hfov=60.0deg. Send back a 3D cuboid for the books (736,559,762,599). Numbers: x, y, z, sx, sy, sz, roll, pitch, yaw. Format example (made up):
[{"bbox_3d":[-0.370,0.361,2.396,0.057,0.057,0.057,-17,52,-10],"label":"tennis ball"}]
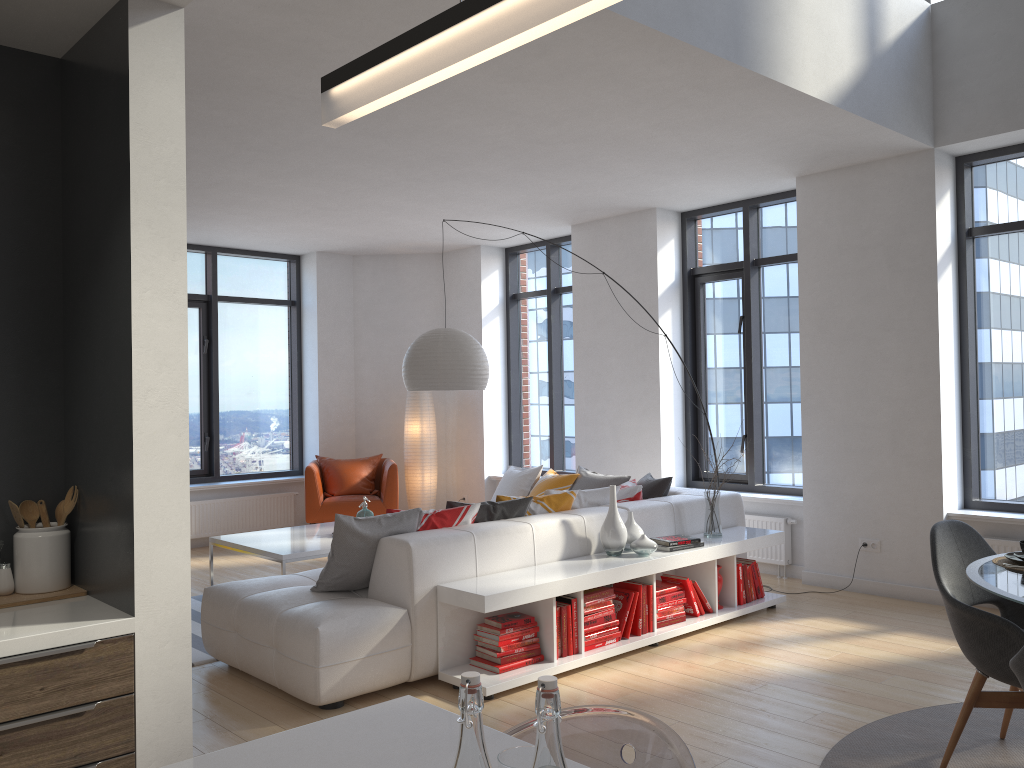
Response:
[{"bbox_3d":[1.509,1.267,5.771,0.119,0.249,0.187,0,-1,-42],"label":"books"}]

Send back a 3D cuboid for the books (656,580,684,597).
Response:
[{"bbox_3d":[0.827,1.205,5.225,0.301,0.032,0.227,0,-1,-42],"label":"books"}]

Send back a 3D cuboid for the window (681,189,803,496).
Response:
[{"bbox_3d":[1.999,-0.316,7.315,0.170,2.402,1.310,0,-1,-42],"label":"window"}]

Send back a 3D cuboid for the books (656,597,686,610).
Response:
[{"bbox_3d":[0.862,1.272,5.200,0.261,0.027,0.191,0,-1,-38],"label":"books"}]

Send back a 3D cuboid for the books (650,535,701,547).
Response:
[{"bbox_3d":[0.971,0.933,5.286,0.238,0.027,0.188,-1,-1,-29],"label":"books"}]

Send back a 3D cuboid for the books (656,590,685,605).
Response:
[{"bbox_3d":[0.849,1.240,5.211,0.279,0.039,0.206,0,-1,-43],"label":"books"}]

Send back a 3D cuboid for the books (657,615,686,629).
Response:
[{"bbox_3d":[0.854,1.376,5.197,0.259,0.034,0.206,0,-1,-39],"label":"books"}]

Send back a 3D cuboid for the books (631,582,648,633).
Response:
[{"bbox_3d":[0.694,1.263,5.027,0.028,0.266,0.188,0,-1,-42],"label":"books"}]

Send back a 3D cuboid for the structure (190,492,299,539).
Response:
[{"bbox_3d":[-2.798,1.361,8.837,1.474,0.460,0.110,0,-1,-42],"label":"structure"}]

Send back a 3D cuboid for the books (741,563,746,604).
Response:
[{"bbox_3d":[1.397,1.262,5.651,0.056,0.262,0.185,0,-1,-42],"label":"books"}]

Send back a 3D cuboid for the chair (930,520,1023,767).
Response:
[{"bbox_3d":[1.889,0.977,3.253,0.655,0.891,0.619,0,-1,-36],"label":"chair"}]

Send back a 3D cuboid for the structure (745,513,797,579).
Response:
[{"bbox_3d":[1.805,1.254,7.044,0.110,0.460,1.015,0,-1,-42],"label":"structure"}]

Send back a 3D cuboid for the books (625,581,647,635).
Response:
[{"bbox_3d":[0.665,1.260,5.013,0.038,0.270,0.215,0,-1,-42],"label":"books"}]

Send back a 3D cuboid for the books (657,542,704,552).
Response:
[{"bbox_3d":[0.955,0.960,5.304,0.300,0.026,0.245,0,-1,-37],"label":"books"}]

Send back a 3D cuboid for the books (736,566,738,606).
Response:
[{"bbox_3d":[1.351,1.265,5.601,0.026,0.250,0.168,0,-1,-43],"label":"books"}]

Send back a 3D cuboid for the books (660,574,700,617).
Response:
[{"bbox_3d":[1.010,1.269,5.326,0.134,0.248,0.192,0,-1,-43],"label":"books"}]

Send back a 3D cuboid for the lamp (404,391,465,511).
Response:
[{"bbox_3d":[-0.749,0.787,9.222,0.804,1.550,0.502,-1,-1,8],"label":"lamp"}]

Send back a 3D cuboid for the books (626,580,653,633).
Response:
[{"bbox_3d":[0.724,1.260,5.034,0.028,0.269,0.181,0,-1,-43],"label":"books"}]

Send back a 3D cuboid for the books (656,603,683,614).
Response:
[{"bbox_3d":[0.859,1.298,5.190,0.236,0.023,0.178,0,-1,-42],"label":"books"}]

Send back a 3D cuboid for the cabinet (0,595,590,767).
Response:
[{"bbox_3d":[-0.592,0.173,0.331,2.402,2.501,4.694,0,-1,-42],"label":"cabinet"}]

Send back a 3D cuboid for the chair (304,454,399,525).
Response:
[{"bbox_3d":[-1.590,1.139,8.822,0.896,0.858,0.843,-1,-1,-10],"label":"chair"}]

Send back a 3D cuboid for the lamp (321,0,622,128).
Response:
[{"bbox_3d":[0.101,-0.710,0.745,0.020,0.756,0.998,0,-1,-42],"label":"lamp"}]

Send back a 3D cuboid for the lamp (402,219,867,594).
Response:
[{"bbox_3d":[0.835,0.166,6.306,3.199,2.647,0.710,-1,-1,-6],"label":"lamp"}]

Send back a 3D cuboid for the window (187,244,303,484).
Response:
[{"bbox_3d":[-3.070,-0.201,9.083,1.960,2.402,0.170,0,-1,-42],"label":"window"}]

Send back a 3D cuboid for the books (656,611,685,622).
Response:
[{"bbox_3d":[0.853,1.346,5.185,0.266,0.026,0.187,0,-1,-37],"label":"books"}]

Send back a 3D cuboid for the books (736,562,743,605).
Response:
[{"bbox_3d":[1.372,1.257,5.632,0.050,0.268,0.198,0,-1,-43],"label":"books"}]

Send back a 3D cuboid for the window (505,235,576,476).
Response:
[{"bbox_3d":[0.447,-0.263,9.013,0.170,2.402,1.310,0,-1,-42],"label":"window"}]

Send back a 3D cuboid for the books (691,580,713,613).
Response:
[{"bbox_3d":[1.091,1.283,5.390,0.186,0.223,0.188,0,-1,-42],"label":"books"}]

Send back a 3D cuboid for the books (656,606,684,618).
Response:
[{"bbox_3d":[0.855,1.321,5.197,0.257,0.025,0.182,0,-1,-42],"label":"books"}]

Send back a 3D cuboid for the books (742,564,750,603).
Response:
[{"bbox_3d":[1.418,1.266,5.681,0.076,0.252,0.199,0,-1,-42],"label":"books"}]

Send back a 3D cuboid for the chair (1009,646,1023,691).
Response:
[{"bbox_3d":[1.670,0.966,2.286,0.619,0.891,0.655,0,-1,-41],"label":"chair"}]

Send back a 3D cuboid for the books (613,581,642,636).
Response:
[{"bbox_3d":[0.647,1.255,4.976,0.046,0.282,0.199,0,-1,-42],"label":"books"}]

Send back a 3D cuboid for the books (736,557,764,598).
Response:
[{"bbox_3d":[1.531,1.263,5.796,0.116,0.255,0.198,0,-1,-42],"label":"books"}]

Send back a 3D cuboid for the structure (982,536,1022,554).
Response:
[{"bbox_3d":[3.355,1.202,5.348,0.110,0.460,1.015,0,-1,-42],"label":"structure"}]

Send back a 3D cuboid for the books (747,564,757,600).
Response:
[{"bbox_3d":[1.484,1.274,5.739,0.083,0.233,0.178,0,-1,-42],"label":"books"}]

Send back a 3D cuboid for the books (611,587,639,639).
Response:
[{"bbox_3d":[0.601,1.270,4.933,0.115,0.245,0.192,0,-1,-42],"label":"books"}]

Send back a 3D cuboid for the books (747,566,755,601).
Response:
[{"bbox_3d":[1.469,1.275,5.720,0.081,0.230,0.165,0,-1,-42],"label":"books"}]

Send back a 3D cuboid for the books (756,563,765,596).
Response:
[{"bbox_3d":[1.555,1.276,5.820,0.103,0.230,0.173,0,-1,-42],"label":"books"}]

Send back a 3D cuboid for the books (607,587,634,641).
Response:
[{"bbox_3d":[0.566,1.270,4.910,0.144,0.247,0.188,0,-1,-42],"label":"books"}]

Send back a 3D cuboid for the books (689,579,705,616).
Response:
[{"bbox_3d":[1.050,1.277,5.353,0.148,0.232,0.171,0,-1,-41],"label":"books"}]

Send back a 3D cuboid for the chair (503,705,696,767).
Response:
[{"bbox_3d":[0.077,1.008,1.449,0.434,0.838,0.475,0,-1,-44],"label":"chair"}]

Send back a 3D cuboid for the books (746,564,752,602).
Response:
[{"bbox_3d":[1.447,1.269,5.693,0.066,0.247,0.175,0,-1,-42],"label":"books"}]

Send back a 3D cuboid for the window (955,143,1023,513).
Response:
[{"bbox_3d":[3.550,-0.368,5.618,0.170,2.402,1.310,0,-1,-42],"label":"window"}]
